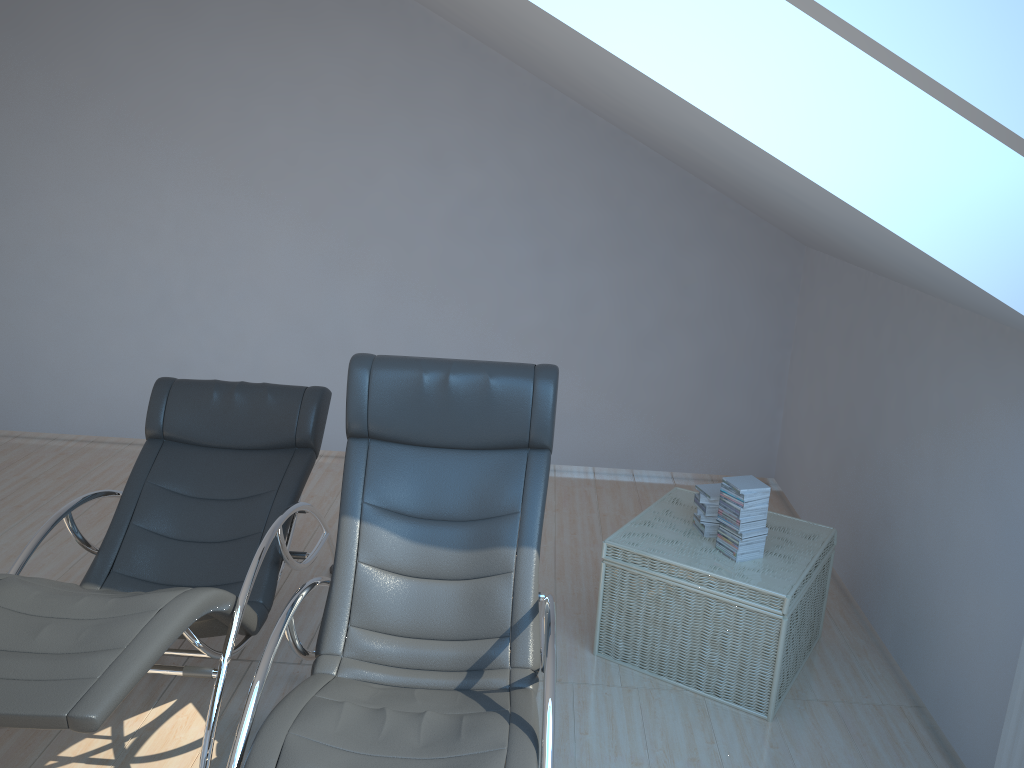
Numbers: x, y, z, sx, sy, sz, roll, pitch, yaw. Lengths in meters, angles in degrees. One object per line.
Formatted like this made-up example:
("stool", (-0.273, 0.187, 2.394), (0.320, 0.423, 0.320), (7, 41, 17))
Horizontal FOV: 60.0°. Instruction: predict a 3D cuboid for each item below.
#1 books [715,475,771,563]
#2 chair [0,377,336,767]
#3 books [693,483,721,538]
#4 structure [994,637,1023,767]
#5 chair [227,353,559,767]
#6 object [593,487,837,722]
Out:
("books", (0.886, 0.519, 3.418), (0.149, 0.300, 0.149), (-5, 17, -26))
("chair", (-1.228, 0.672, 3.107), (0.836, 0.953, 2.114), (3, 15, 2))
("books", (0.830, 0.519, 3.630), (0.162, 0.184, 0.165), (3, 15, 0))
("structure", (1.445, 1.211, 1.933), (0.120, 0.800, 1.324), (3, 15, 2))
("chair", (-0.271, 0.720, 2.547), (0.836, 1.251, 1.938), (3, 15, 2))
("object", (0.851, 0.857, 3.673), (0.745, 0.518, 0.744), (12, 18, 30))
